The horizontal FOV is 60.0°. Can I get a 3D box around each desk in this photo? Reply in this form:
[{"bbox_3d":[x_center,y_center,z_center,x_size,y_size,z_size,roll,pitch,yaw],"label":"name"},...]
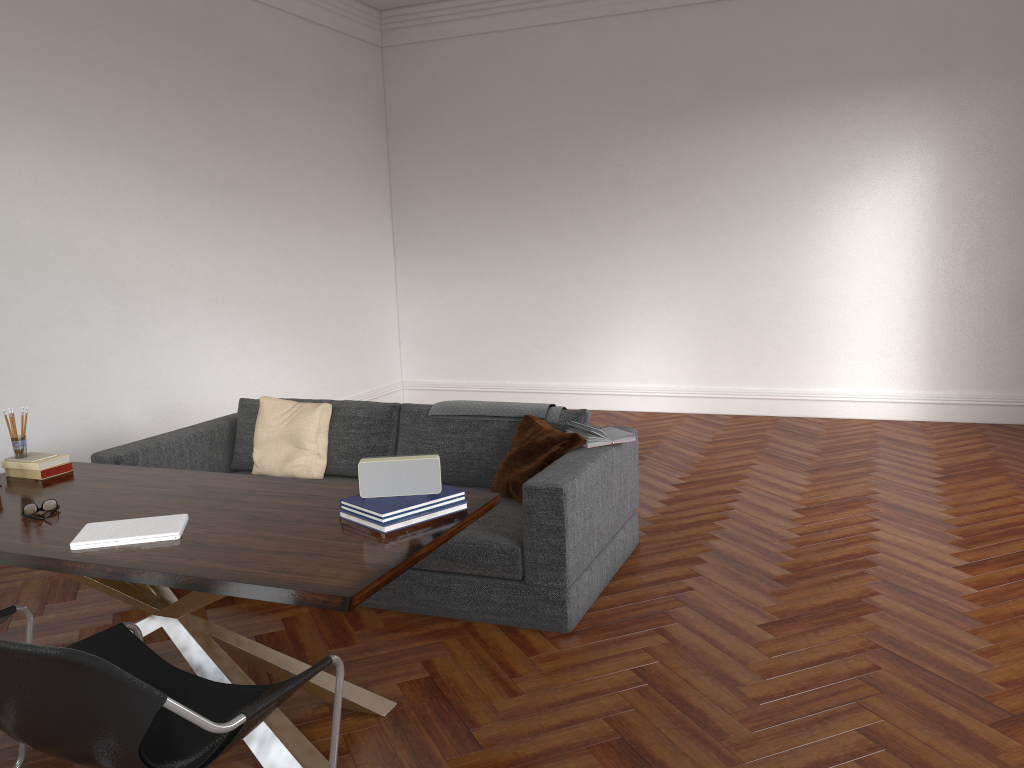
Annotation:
[{"bbox_3d":[-1.245,0.819,3.227,2.225,0.754,1.026,1,10,22],"label":"desk"}]

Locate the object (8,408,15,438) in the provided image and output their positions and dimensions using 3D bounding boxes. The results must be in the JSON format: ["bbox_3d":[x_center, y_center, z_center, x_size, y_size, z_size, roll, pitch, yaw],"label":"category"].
[{"bbox_3d":[-2.099,0.198,3.729,0.008,0.195,0.038,-11,13,-41],"label":"object"}]

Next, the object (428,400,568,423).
[{"bbox_3d":[-0.035,0.271,4.927,0.752,0.389,0.399,1,10,22],"label":"object"}]

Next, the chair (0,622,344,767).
[{"bbox_3d":[-0.936,0.900,2.246,0.752,0.876,0.743,2,10,22],"label":"chair"}]

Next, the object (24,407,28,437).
[{"bbox_3d":[-2.056,0.196,3.741,0.049,0.194,0.008,-12,14,-43],"label":"object"}]

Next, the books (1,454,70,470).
[{"bbox_3d":[-2.022,0.329,3.766,0.207,0.029,0.163,1,9,20],"label":"books"}]

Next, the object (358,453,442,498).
[{"bbox_3d":[-0.381,0.311,3.030,0.275,0.126,0.081,-3,10,-4],"label":"object"}]

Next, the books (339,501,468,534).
[{"bbox_3d":[-0.366,0.425,3.003,0.346,0.027,0.264,-10,12,-42],"label":"books"}]

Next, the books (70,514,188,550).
[{"bbox_3d":[-1.241,0.481,2.895,0.325,0.026,0.230,-4,9,-12],"label":"books"}]

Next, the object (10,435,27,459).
[{"bbox_3d":[-2.071,0.266,3.731,0.058,0.091,0.058,-1,10,9],"label":"object"}]

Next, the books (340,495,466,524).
[{"bbox_3d":[-0.369,0.402,3.014,0.343,0.017,0.250,-10,12,-42],"label":"books"}]

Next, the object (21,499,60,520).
[{"bbox_3d":[-1.677,0.446,3.136,0.114,0.047,0.132,-5,9,-14],"label":"object"}]

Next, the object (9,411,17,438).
[{"bbox_3d":[-2.069,0.204,3.691,0.008,0.194,0.049,-4,10,-8],"label":"object"}]

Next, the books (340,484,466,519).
[{"bbox_3d":[-0.370,0.385,3.011,0.343,0.017,0.250,-10,12,-42],"label":"books"}]

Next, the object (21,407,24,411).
[{"bbox_3d":[-2.069,0.194,3.745,0.008,0.196,0.036,5,12,34],"label":"object"}]

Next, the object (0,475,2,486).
[{"bbox_3d":[-2.182,0.347,3.504,0.149,0.167,0.227,2,10,22],"label":"object"}]

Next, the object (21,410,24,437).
[{"bbox_3d":[-2.048,0.201,3.708,0.049,0.194,0.008,3,11,26],"label":"object"}]

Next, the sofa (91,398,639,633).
[{"bbox_3d":[-0.763,0.570,4.751,2.644,0.832,1.258,1,10,22],"label":"sofa"}]

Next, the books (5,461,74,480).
[{"bbox_3d":[-2.011,0.361,3.773,0.215,0.040,0.159,2,10,24],"label":"books"}]

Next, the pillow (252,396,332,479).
[{"bbox_3d":[-1.278,0.310,5.090,0.486,0.462,0.224,2,10,22],"label":"pillow"}]

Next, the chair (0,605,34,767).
[{"bbox_3d":[-2.025,0.875,2.687,0.752,0.876,0.743,2,10,22],"label":"chair"}]

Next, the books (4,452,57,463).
[{"bbox_3d":[-2.038,0.311,3.757,0.159,0.008,0.128,2,10,23],"label":"books"}]

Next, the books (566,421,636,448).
[{"bbox_3d":[0.439,0.235,4.434,0.278,0.096,0.224,-7,10,-25],"label":"books"}]

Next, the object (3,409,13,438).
[{"bbox_3d":[-2.095,0.201,3.703,0.032,0.196,0.008,-7,11,-23],"label":"object"}]

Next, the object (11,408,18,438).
[{"bbox_3d":[-2.093,0.197,3.738,0.008,0.194,0.044,-10,12,-37],"label":"object"}]

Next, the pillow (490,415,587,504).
[{"bbox_3d":[0.124,0.386,4.427,0.330,0.398,0.468,-8,11,-30],"label":"pillow"}]
